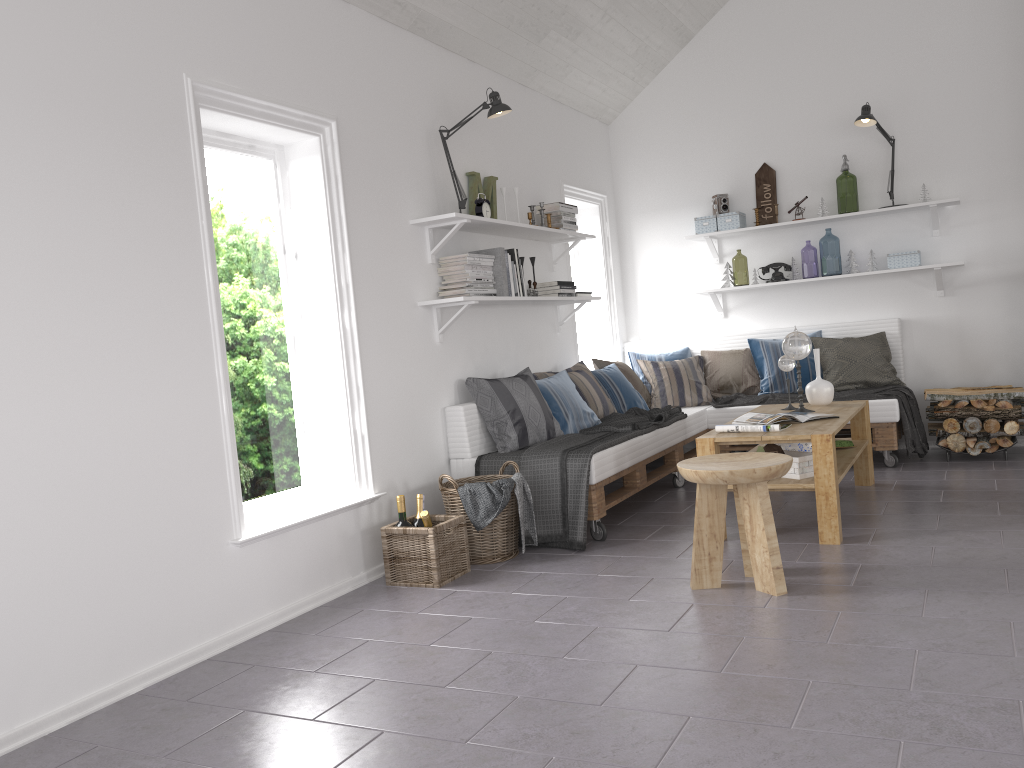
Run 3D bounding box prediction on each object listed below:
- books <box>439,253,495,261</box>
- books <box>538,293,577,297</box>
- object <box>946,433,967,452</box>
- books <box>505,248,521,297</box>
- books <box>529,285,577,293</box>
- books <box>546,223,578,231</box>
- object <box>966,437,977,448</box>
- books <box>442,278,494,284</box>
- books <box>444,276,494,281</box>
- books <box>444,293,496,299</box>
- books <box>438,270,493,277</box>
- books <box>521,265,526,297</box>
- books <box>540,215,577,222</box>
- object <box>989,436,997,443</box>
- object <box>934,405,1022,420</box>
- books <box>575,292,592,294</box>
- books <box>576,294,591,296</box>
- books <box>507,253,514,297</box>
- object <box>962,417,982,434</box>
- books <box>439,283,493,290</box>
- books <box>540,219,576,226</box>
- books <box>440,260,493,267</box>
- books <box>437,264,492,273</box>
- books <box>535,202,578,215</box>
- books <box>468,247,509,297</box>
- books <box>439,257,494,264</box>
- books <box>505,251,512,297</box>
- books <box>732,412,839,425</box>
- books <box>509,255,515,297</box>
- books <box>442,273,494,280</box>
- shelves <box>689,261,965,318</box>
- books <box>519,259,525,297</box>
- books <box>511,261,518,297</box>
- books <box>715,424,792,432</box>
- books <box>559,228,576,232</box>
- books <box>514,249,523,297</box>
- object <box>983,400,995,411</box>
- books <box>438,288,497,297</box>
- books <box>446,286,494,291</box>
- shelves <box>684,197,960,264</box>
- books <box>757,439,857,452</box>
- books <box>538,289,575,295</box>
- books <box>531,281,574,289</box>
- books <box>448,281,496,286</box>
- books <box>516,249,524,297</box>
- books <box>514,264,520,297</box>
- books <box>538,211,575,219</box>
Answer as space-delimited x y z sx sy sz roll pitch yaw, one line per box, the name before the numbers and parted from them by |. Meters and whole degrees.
books | -0.238 -0.670 4.720 0.182 0.016 0.288 -4 3 28
books | 0.268 -0.551 5.626 0.191 0.032 0.258 -4 3 30
object | 2.909 0.356 5.763 0.118 0.142 0.520 -4 3 31
books | -0.058 -0.616 5.012 0.200 0.274 0.038 -4 3 28
books | 0.261 -0.601 5.625 0.212 0.023 0.258 -4 3 28
books | 0.303 -1.008 5.748 0.172 0.032 0.239 -4 3 28
object | 2.955 0.348 5.698 0.057 0.050 0.561 -4 3 28
books | -0.236 -0.546 4.733 0.159 0.012 0.285 -4 3 28
books | -0.227 -0.560 4.739 0.161 0.012 0.254 -4 3 28
books | -0.221 -0.469 4.732 0.159 0.012 0.285 -4 3 28
books | -0.250 -0.590 4.746 0.182 0.016 0.288 -4 3 28
books | -0.002 -0.580 5.093 0.152 0.185 0.045 -4 3 28
books | 0.302 -1.063 5.768 0.161 0.026 0.223 -4 3 28
object | 3.056 0.329 5.642 0.046 0.033 0.425 -4 3 28
object | 2.891 0.176 5.513 0.480 0.104 0.126 -4 3 29
books | 0.388 -0.592 5.867 0.202 0.012 0.251 -4 3 29
books | 0.394 -0.579 5.862 0.187 0.014 0.248 -4 3 26
books | -0.097 -0.593 4.940 0.205 0.243 0.019 -4 3 28
object | 2.951 0.236 5.702 0.110 0.109 0.463 -4 3 26
books | -0.248 -0.518 4.740 0.182 0.016 0.288 -4 3 28
books | 0.301 -1.036 5.753 0.152 0.024 0.238 -4 3 28
books | -0.241 -0.636 4.734 0.174 0.021 0.273 -4 3 28
books | -0.254 -0.611 4.741 0.180 0.028 0.296 -4 3 28
books | 0.290 -1.128 5.751 0.176 0.053 0.290 -4 3 28
books | -0.128 -0.601 4.874 0.200 0.271 0.050 -4 3 28
books | -0.243 -0.654 4.731 0.182 0.016 0.288 -4 3 28
books | -0.104 -0.599 4.916 0.193 0.257 0.046 -4 3 28
books | 1.365 0.163 4.444 0.422 0.049 0.300 -6 3 -17
books | -0.089 -0.591 4.956 0.200 0.236 0.031 -4 3 28
books | -0.232 -0.575 4.749 0.167 0.017 0.263 -4 3 28
shelves | 2.186 -0.644 6.272 1.820 0.212 0.269 -4 3 28
books | -0.017 -0.594 5.068 0.171 0.219 0.047 -4 3 28
books | -0.044 -0.579 4.968 0.141 0.203 0.044 -4 3 28
books | 1.151 0.199 4.223 0.300 0.043 0.229 -4 3 32
books | 0.290 -0.975 5.743 0.172 0.032 0.239 -4 3 28
books | -0.052 -0.616 5.029 0.200 0.272 0.054 -4 3 28
object | 3.013 0.119 5.608 0.059 0.048 0.529 -4 3 28
books | -0.236 -0.486 4.726 0.176 0.025 0.331 -4 3 28
books | -0.226 -0.507 4.749 0.161 0.013 0.254 -4 3 28
shelves | 2.148 -1.052 6.252 1.820 0.212 0.269 -4 3 28
books | 1.596 0.323 4.838 0.445 0.079 0.301 -6 3 -22
books | 0.267 -0.578 5.614 0.191 0.023 0.242 -4 3 26
books | 0.258 -0.626 5.614 0.190 0.028 0.239 -4 3 30
books | -0.217 -0.536 4.749 0.161 0.013 0.256 -4 3 28
books | -0.043 -0.619 5.051 0.210 0.274 0.048 -4 3 28
books | -0.029 -0.573 4.988 0.125 0.185 0.042 -4 3 28
books | 0.293 -1.088 5.741 0.161 0.027 0.223 -4 3 28
